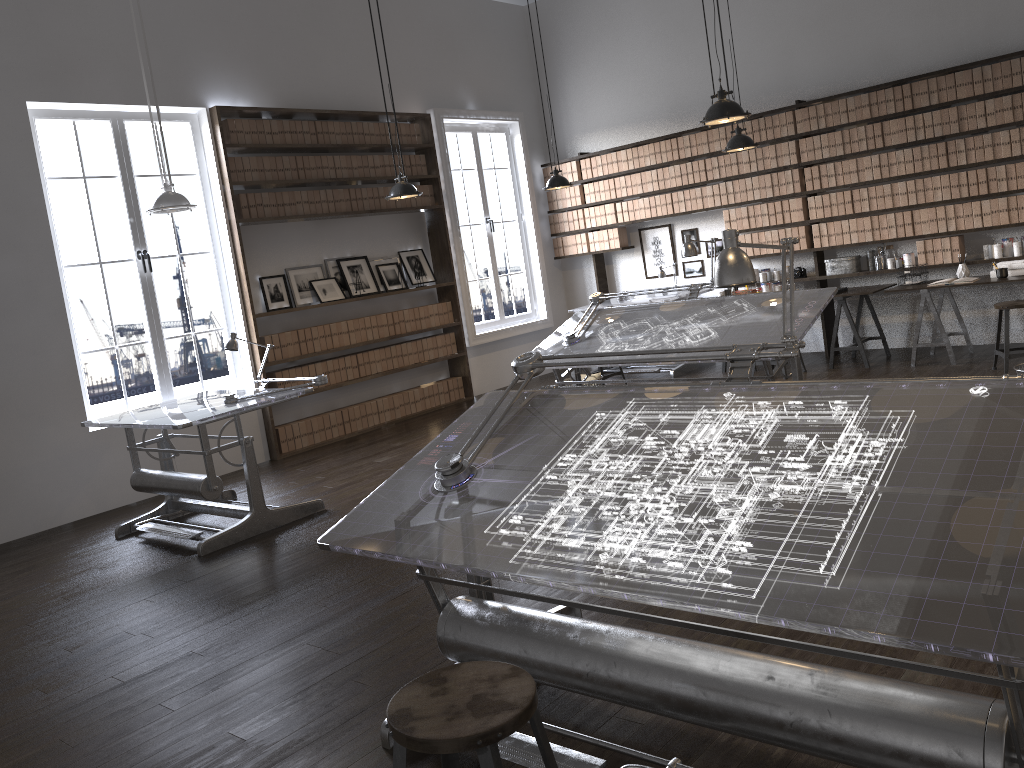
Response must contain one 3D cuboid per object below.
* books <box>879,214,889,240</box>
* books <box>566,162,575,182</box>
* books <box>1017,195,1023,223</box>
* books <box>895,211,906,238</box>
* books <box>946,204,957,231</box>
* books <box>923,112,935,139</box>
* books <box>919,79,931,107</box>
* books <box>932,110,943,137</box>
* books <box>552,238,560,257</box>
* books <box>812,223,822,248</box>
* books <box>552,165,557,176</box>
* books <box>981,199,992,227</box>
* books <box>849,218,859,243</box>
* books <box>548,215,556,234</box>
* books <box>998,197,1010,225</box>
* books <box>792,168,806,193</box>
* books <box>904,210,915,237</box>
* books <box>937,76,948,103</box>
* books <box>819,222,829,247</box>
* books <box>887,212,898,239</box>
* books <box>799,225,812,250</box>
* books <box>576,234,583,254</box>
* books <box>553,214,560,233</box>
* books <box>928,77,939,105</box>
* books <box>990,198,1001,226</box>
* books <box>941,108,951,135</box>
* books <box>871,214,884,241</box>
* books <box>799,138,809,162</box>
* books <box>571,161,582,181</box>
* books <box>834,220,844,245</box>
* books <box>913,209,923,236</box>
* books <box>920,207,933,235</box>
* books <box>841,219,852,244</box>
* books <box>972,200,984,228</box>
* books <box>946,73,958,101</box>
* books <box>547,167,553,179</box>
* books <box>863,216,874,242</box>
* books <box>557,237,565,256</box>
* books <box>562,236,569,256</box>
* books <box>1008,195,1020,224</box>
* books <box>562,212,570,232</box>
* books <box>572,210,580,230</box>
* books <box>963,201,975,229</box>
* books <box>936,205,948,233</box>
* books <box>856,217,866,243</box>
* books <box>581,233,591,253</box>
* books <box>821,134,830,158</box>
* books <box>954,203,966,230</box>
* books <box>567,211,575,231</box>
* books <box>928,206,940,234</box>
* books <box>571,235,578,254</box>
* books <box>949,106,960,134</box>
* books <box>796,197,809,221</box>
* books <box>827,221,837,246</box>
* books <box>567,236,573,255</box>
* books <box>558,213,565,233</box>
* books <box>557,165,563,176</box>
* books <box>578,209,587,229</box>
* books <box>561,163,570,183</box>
[{"bbox_3d":[3.425,-1.438,8.087,0.066,0.224,0.175,-4,8,41],"label":"books"},{"bbox_3d":[0.717,-2.447,10.230,0.067,0.225,0.176,-4,8,41],"label":"books"},{"bbox_3d":[4.260,-1.460,7.351,0.066,0.224,0.175,-4,8,42],"label":"books"},{"bbox_3d":[3.531,-1.441,7.994,0.066,0.224,0.176,-4,8,42],"label":"books"},{"bbox_3d":[3.845,-1.448,7.712,0.066,0.224,0.175,-4,8,41],"label":"books"},{"bbox_3d":[3.651,-2.246,7.705,0.067,0.225,0.176,-4,8,42],"label":"books"},{"bbox_3d":[3.604,-2.518,7.684,0.066,0.224,0.176,-4,8,41],"label":"books"},{"bbox_3d":[3.706,-2.248,7.658,0.066,0.224,0.176,-4,8,41],"label":"books"},{"bbox_3d":[0.574,-1.629,10.543,0.066,0.224,0.176,-4,8,42],"label":"books"},{"bbox_3d":[2.954,-1.424,8.494,0.066,0.224,0.176,-4,8,42],"label":"books"},{"bbox_3d":[0.561,-2.444,10.370,0.066,0.224,0.175,-4,8,41],"label":"books"},{"bbox_3d":[4.057,-1.454,7.526,0.066,0.224,0.176,-4,8,42],"label":"books"},{"bbox_3d":[3.222,-1.432,8.262,0.066,0.224,0.176,-4,8,41],"label":"books"},{"bbox_3d":[0.525,-1.900,10.517,0.067,0.225,0.176,-4,8,41],"label":"books"},{"bbox_3d":[4.152,-1.456,7.438,0.067,0.225,0.176,-4,8,41],"label":"books"},{"bbox_3d":[2.779,-1.960,8.539,0.066,0.224,0.176,-4,8,42],"label":"books"},{"bbox_3d":[3.584,-1.441,7.940,0.067,0.225,0.176,-4,8,41],"label":"books"},{"bbox_3d":[3.715,-2.522,7.596,0.066,0.224,0.175,-4,8,42],"label":"books"},{"bbox_3d":[3.010,-1.426,8.448,0.066,0.224,0.175,-4,8,42],"label":"books"},{"bbox_3d":[3.475,-1.438,8.037,0.066,0.224,0.175,-4,8,42],"label":"books"},{"bbox_3d":[2.855,-1.422,8.582,0.067,0.225,0.176,-4,8,41],"label":"books"},{"bbox_3d":[0.832,-1.635,10.306,0.066,0.224,0.176,-4,8,41],"label":"books"},{"bbox_3d":[0.579,-1.902,10.477,0.066,0.224,0.176,-4,8,42],"label":"books"},{"bbox_3d":[3.660,-2.520,7.639,0.066,0.224,0.175,-4,8,41],"label":"books"},{"bbox_3d":[4.105,-1.456,7.485,0.066,0.224,0.176,-4,8,42],"label":"books"},{"bbox_3d":[3.755,-2.250,7.618,0.066,0.224,0.176,-4,8,41],"label":"books"},{"bbox_3d":[3.371,-1.436,8.134,0.066,0.224,0.176,-4,8,41],"label":"books"},{"bbox_3d":[2.816,-2.225,8.448,0.066,0.224,0.175,-4,8,41],"label":"books"},{"bbox_3d":[0.773,-2.449,10.184,0.066,0.224,0.176,-4,8,42],"label":"books"},{"bbox_3d":[3.116,-1.429,8.358,0.066,0.224,0.176,-4,8,41],"label":"books"},{"bbox_3d":[3.643,-1.444,7.895,0.066,0.224,0.176,-4,8,42],"label":"books"},{"bbox_3d":[3.690,-1.445,7.850,0.066,0.224,0.176,-4,8,41],"label":"books"},{"bbox_3d":[3.166,-1.430,8.308,0.067,0.225,0.176,-4,8,42],"label":"books"},{"bbox_3d":[4.001,-1.452,7.572,0.067,0.225,0.176,-4,8,41],"label":"books"},{"bbox_3d":[3.766,-2.523,7.548,0.066,0.224,0.176,-4,8,42],"label":"books"},{"bbox_3d":[0.505,-2.442,10.415,0.066,0.224,0.176,-4,8,41],"label":"books"},{"bbox_3d":[3.317,-1.434,8.174,0.067,0.225,0.176,-4,8,42],"label":"books"},{"bbox_3d":[0.626,-1.630,10.489,0.067,0.225,0.176,-4,8,41],"label":"books"},{"bbox_3d":[0.685,-1.632,10.444,0.066,0.224,0.176,-4,8,42],"label":"books"},{"bbox_3d":[4.206,-1.458,7.398,0.066,0.224,0.176,-4,8,42],"label":"books"},{"bbox_3d":[0.682,-1.904,10.381,0.066,0.224,0.175,-4,8,41],"label":"books"},{"bbox_3d":[0.791,-1.907,10.283,0.067,0.225,0.176,-4,8,42],"label":"books"},{"bbox_3d":[3.951,-1.452,7.621,0.066,0.224,0.176,-4,8,42],"label":"books"},{"bbox_3d":[3.789,-1.446,7.757,0.066,0.224,0.176,-4,8,41],"label":"books"},{"bbox_3d":[3.270,-1.434,8.222,0.066,0.224,0.176,-4,8,41],"label":"books"},{"bbox_3d":[0.888,-1.637,10.261,0.066,0.224,0.175,-4,8,41],"label":"books"},{"bbox_3d":[2.973,-2.229,8.305,0.066,0.224,0.176,-4,8,41],"label":"books"},{"bbox_3d":[3.900,-1.451,7.669,0.066,0.224,0.175,-4,8,42],"label":"books"},{"bbox_3d":[0.739,-1.907,10.337,0.066,0.224,0.176,-4,8,41],"label":"books"},{"bbox_3d":[3.735,-1.445,7.805,0.067,0.225,0.176,-4,8,42],"label":"books"},{"bbox_3d":[0.777,-1.633,10.354,0.067,0.225,0.176,-4,8,42],"label":"books"},{"bbox_3d":[3.802,-2.250,7.570,0.067,0.225,0.176,-4,8,42],"label":"books"},{"bbox_3d":[2.817,-1.687,8.555,0.067,0.225,0.176,-4,8,41],"label":"books"},{"bbox_3d":[3.065,-1.428,8.405,0.066,0.224,0.175,-4,8,41],"label":"books"},{"bbox_3d":[0.733,-1.633,10.399,0.066,0.224,0.176,-4,8,41],"label":"books"},{"bbox_3d":[0.632,-1.904,10.430,0.066,0.224,0.175,-4,8,42],"label":"books"},{"bbox_3d":[0.616,-2.446,10.327,0.066,0.224,0.175,-4,8,42],"label":"books"},{"bbox_3d":[0.850,-1.909,10.239,0.066,0.224,0.176,-4,8,41],"label":"books"},{"bbox_3d":[0.667,-2.447,10.279,0.066,0.224,0.176,-4,8,42],"label":"books"}]
